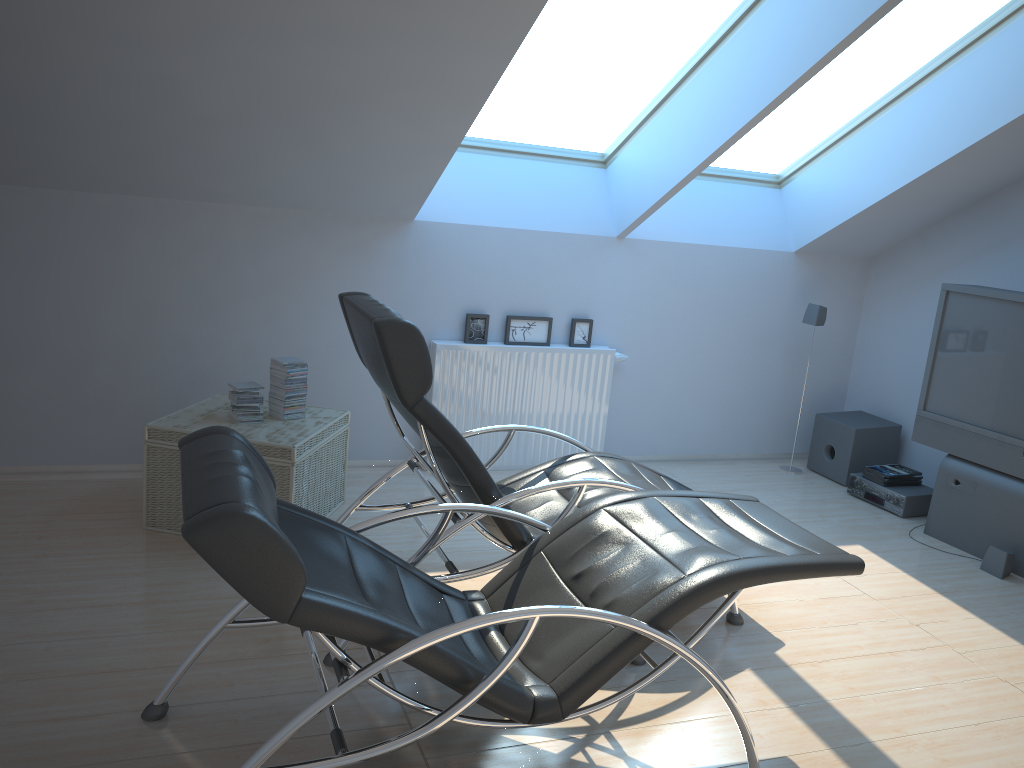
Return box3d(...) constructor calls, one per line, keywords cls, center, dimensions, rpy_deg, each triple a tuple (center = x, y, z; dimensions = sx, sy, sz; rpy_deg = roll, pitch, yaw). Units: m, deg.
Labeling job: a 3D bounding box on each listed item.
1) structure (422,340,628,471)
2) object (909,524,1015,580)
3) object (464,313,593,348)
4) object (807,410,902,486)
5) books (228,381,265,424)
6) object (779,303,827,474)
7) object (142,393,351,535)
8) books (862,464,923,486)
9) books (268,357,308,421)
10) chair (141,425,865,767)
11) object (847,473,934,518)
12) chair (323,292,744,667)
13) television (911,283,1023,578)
box3d(cls="structure", center=(0.108, 0.146, 5.633), dimensions=(1.324, 0.800, 0.120), rpy_deg=(1, 13, -21))
box3d(cls="object", center=(2.512, 0.822, 5.171), dimensions=(0.394, 0.141, 1.163), rpy_deg=(7, 12, 7))
box3d(cls="object", center=(0.113, -0.331, 5.545), dimensions=(0.846, 0.180, 0.030), rpy_deg=(1, 13, -21))
box3d(cls="object", center=(2.376, 0.438, 6.177), dimensions=(0.401, 0.424, 0.400), rpy_deg=(1, 13, -21))
box3d(cls="books", center=(-1.291, 0.094, 4.301), dimensions=(0.165, 0.184, 0.162), rpy_deg=(1, 13, -23))
box3d(cls="object", center=(2.019, 0.035, 6.128), dimensions=(0.158, 1.181, 0.160), rpy_deg=(1, 13, -21))
box3d(cls="object", center=(-1.295, 0.412, 4.423), dimensions=(0.744, 0.518, 0.745), rpy_deg=(7, 12, 8))
box3d(cls="books", center=(1.410, 0.975, 3.742), dimensions=(1.045, 0.222, 4.790), rpy_deg=(14, 15, 34))
box3d(cls="books", center=(-1.118, 0.026, 4.418), dimensions=(0.149, 0.300, 0.149), rpy_deg=(15, 15, 38))
box3d(cls="chair", center=(0.004, 0.678, 2.714), dimensions=(2.114, 0.953, 0.836), rpy_deg=(1, 13, -21))
box3d(cls="object", center=(2.451, 0.700, 5.688), dimensions=(0.358, 0.138, 0.450), rpy_deg=(0, 13, -26))
box3d(cls="chair", center=(0.150, 0.318, 3.753), dimensions=(1.938, 1.251, 0.836), rpy_deg=(1, 13, -21))
box3d(cls="television", center=(2.924, 0.311, 4.618), dimensions=(0.400, 1.446, 1.686), rpy_deg=(0, 13, -26))
